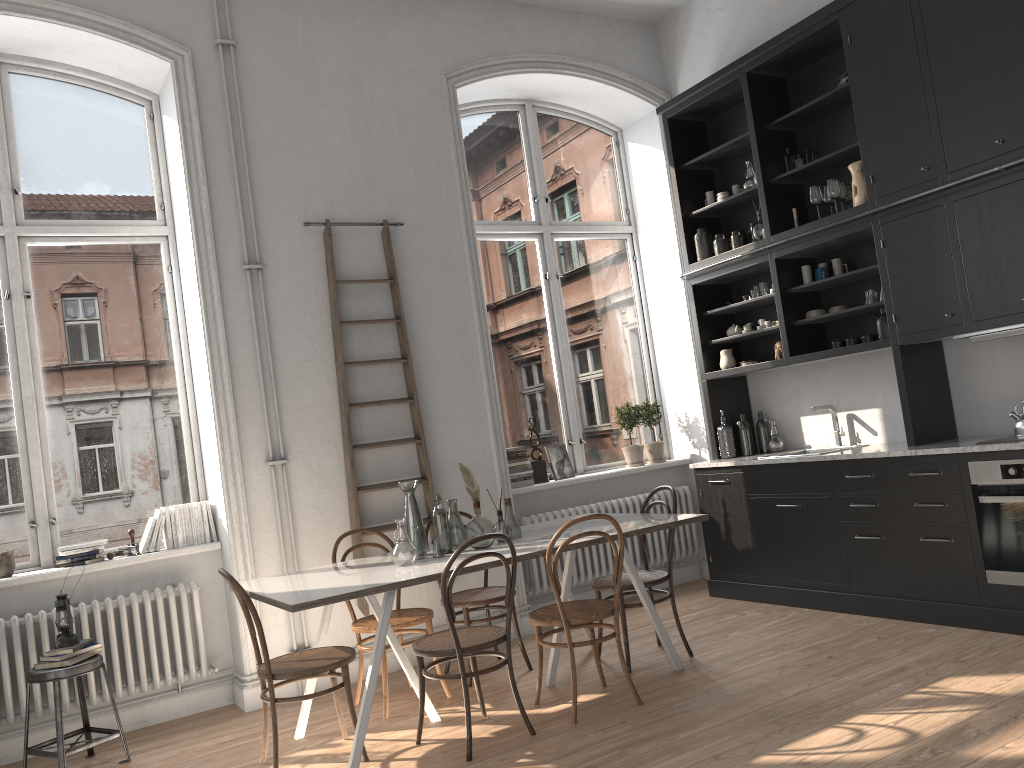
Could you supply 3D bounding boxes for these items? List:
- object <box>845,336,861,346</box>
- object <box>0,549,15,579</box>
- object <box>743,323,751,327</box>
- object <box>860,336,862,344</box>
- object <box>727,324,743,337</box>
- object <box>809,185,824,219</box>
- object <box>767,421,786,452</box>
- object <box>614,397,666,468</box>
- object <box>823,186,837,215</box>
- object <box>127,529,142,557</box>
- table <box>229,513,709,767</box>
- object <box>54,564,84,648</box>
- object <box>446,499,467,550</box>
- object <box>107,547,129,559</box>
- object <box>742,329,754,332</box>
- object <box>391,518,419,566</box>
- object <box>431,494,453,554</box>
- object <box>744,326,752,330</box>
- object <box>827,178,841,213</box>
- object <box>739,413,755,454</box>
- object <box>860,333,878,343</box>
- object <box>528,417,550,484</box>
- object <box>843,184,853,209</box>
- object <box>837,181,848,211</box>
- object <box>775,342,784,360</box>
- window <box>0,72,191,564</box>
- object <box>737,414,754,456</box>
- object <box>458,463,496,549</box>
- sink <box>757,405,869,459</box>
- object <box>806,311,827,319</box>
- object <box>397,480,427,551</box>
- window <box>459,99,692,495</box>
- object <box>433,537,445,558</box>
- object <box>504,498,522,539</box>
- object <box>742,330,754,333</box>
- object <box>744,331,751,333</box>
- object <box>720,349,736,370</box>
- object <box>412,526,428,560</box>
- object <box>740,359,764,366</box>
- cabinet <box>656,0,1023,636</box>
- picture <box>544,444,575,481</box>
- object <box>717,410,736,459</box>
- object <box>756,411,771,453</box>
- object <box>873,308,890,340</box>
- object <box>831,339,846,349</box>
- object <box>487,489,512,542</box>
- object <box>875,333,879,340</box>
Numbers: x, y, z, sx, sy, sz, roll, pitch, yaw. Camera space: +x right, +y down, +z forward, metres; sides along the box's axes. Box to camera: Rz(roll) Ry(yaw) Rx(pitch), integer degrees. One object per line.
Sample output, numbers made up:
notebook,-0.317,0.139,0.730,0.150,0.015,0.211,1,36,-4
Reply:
object,2.088,-0.262,5.430,0.104,0.059,0.088,-10,-4,38
object,-2.714,0.962,4.731,0.102,0.142,0.100,-10,-4,34
object,1.669,-0.407,6.287,0.055,0.047,0.058,-7,-3,-16
object,2.185,-0.269,5.538,0.088,0.059,0.104,-8,-3,-2
object,1.616,-0.386,6.437,0.125,0.100,0.140,-11,-4,41
object,1.906,-1.122,5.530,0.083,0.221,0.083,-8,-3,1
object,1.868,0.372,6.298,0.132,0.219,0.120,-6,-3,-30
object,1.014,0.378,7.000,0.500,0.524,0.234,-5,-4,-41
object,2.002,-1.133,5.568,0.083,0.221,0.083,-6,-4,-38
object,-2.149,0.896,5.026,0.088,0.153,0.048,-10,-3,29
table,-0.145,1.223,4.493,2.199,0.779,1.101,-6,-4,-31
object,-2.211,1.102,4.419,0.154,0.383,0.163,-10,-4,33
object,-0.297,0.728,4.606,0.100,0.255,0.098,-10,-4,36
object,-2.243,0.962,5.028,0.088,0.048,0.153,-8,-3,9
object,1.674,-0.374,6.287,0.085,0.017,0.085,-6,-4,-35
object,-0.520,0.755,4.239,0.132,0.219,0.132,-5,-4,-41
object,-0.361,0.706,4.487,0.086,0.301,0.086,-5,-4,-45
object,1.672,-0.388,6.286,0.056,0.033,0.058,-10,-4,34
object,1.973,-1.138,5.418,0.083,0.221,0.083,-9,-3,16
object,1.710,0.365,6.478,0.086,0.301,0.086,-7,-3,-16
object,2.156,-0.276,5.354,0.104,0.059,0.088,-7,-3,-22
object,0.175,0.482,6.496,0.122,0.488,0.102,-8,-3,-6
object,2.125,-1.148,5.606,0.083,0.221,0.083,-8,-3,1
object,2.043,-1.143,5.497,0.083,0.221,0.083,-6,-3,-32
object,1.798,-0.224,5.942,0.069,0.123,0.173,-8,-3,2
window,-2.821,-0.415,5.076,1.622,2.842,0.013,-6,-3,-31
object,1.667,0.365,6.362,0.086,0.301,0.086,-5,-4,-45
object,-0.180,0.609,4.502,0.156,0.446,0.157,-7,-3,-13
sink,1.971,0.405,5.782,0.514,0.504,0.526,-6,-4,-31
object,-0.589,0.765,4.794,5.825,1.841,0.792,-6,-3,-25
object,-0.506,0.688,4.535,0.116,0.382,0.116,-7,-3,-19
window,3.611,-5.234,12.927,14.379,15.928,26.420,-6,-4,-31
object,-0.366,0.804,4.359,0.058,0.094,0.058,-8,-3,-2
object,-0.010,0.719,4.765,0.101,0.211,0.101,-8,-3,9
object,1.676,-0.367,6.285,0.085,0.015,0.085,-7,-4,-17
object,1.677,-0.361,6.284,0.085,0.015,0.085,-7,-4,-17
object,1.555,-0.174,6.391,0.116,0.144,0.127,-10,-4,38
object,-0.470,0.790,4.412,0.083,0.158,0.084,-6,-4,-35
object,1.701,-0.145,6.289,0.180,0.037,0.180,-11,-5,44
cabinet,2.216,-0.480,5.151,0.634,3.581,3.253,-6,-4,-31
picture,0.331,0.588,6.621,0.149,0.264,0.221,-11,-4,43
object,1.529,0.357,6.358,0.109,0.349,0.109,-10,-4,40
object,1.817,0.347,6.419,0.086,0.301,0.086,-9,-3,15
object,2.231,-0.359,5.260,0.124,0.191,0.129,-8,-3,-3
object,2.039,-0.250,5.530,0.088,0.059,0.104,-5,-4,-42
object,-0.063,0.684,4.651,0.106,0.283,0.107,-6,-4,-36
object,2.241,-0.282,5.449,0.104,0.059,0.088,-9,-4,23
